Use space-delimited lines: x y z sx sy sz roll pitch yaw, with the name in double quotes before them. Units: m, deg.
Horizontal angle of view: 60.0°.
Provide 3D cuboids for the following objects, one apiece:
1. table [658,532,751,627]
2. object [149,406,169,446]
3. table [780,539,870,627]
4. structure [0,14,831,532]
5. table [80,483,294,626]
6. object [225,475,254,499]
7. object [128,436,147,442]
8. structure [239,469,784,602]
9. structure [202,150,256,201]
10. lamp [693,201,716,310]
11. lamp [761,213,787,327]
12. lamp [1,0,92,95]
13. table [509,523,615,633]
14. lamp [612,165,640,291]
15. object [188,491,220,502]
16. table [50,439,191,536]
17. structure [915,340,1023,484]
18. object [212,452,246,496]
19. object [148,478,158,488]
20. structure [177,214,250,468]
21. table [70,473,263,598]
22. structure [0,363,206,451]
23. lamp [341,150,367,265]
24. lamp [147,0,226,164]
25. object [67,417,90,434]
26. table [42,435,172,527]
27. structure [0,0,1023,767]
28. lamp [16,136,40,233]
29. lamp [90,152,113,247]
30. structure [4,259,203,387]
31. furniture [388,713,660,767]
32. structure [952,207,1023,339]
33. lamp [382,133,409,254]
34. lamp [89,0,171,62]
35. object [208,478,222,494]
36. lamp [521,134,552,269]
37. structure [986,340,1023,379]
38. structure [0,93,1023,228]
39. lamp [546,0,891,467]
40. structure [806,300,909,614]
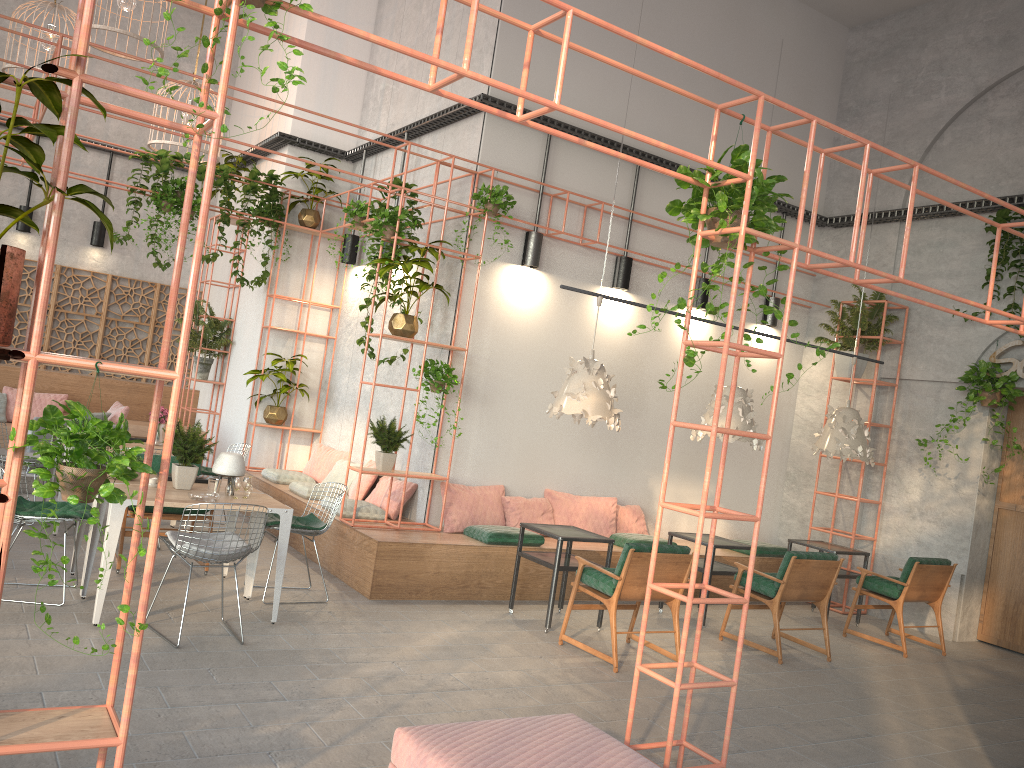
"table" 1.880 1.902 8.608 0.602 0.798 0.635 9 -1 -32
"object" -3.674 0.436 9.227 0.225 0.414 0.213 9 -1 -40
"table" 3.347 2.137 9.542 0.602 0.798 0.635 9 -1 -32
"structure" -1.834 -0.626 9.827 14.096 4.345 4.501 9 -1 -33
"table" -2.309 1.207 6.311 1.214 0.830 0.694 9 -1 -32
"object" -1.993 0.762 6.558 0.210 0.154 0.165 9 -2 -42
"object" -4.069 0.575 9.439 0.427 0.031 0.268 9 -1 -32
"structure" 0.107 1.835 10.915 5.831 0.500 4.386 9 -1 -32
"structure" -3.972 -2.881 12.362 0.903 0.803 0.934 8 -1 29
"lamp" 2.299 -1.590 10.431 0.179 1.425 0.185 9 -1 -32
"lamp" 3.310 -1.429 11.074 0.179 1.425 0.185 9 -1 -32
"lamp" -5.354 -5.338 10.653 0.883 3.476 0.883 8 -1 20
"table" 0.413 1.668 7.674 0.602 0.798 0.635 9 -1 -32
"lamp" 1.298 -1.750 9.793 0.179 1.425 0.185 9 -1 -32
"object" -2.144 0.785 6.173 0.218 0.041 0.218 9 -1 -24
"table" -3.802 1.034 8.700 1.214 0.830 0.694 9 -1 -32
"structure" 5.015 0.290 9.509 0.950 1.527 0.921 8 -1 1
"object" -2.120 0.673 6.631 0.241 0.313 0.241 8 -1 13
"object" -2.618 0.710 6.452 0.115 0.078 0.115 9 -1 -26
"structure" -4.232 -0.547 12.451 0.424 3.596 0.624 9 -1 -32
"table" -2.681 1.164 6.898 1.205 0.830 0.694 9 -1 -32
"structure" -8.085 0.109 10.358 9.152 1.111 3.396 9 -1 -32
"lamp" -1.928 -2.201 11.010 0.185 1.425 0.179 9 -1 -32
"lamp" -3.998 -4.698 11.519 0.883 3.476 0.883 8 -1 20
"object" -4.370 0.413 8.985 0.254 0.247 0.248 9 -1 -32
"table" -4.174 0.991 9.288 1.205 0.830 0.694 9 -1 -32
"structure" 0.747 0.175 2.579 14.689 4.247 4.157 9 -1 -32
"lamp" -6.915 -2.895 12.735 0.185 1.436 0.185 8 -1 9
"lamp" -6.097 -2.764 13.256 0.179 1.436 0.185 9 -1 -32
"structure" -8.566 -0.991 11.951 9.782 2.103 0.132 9 -1 -32
"furniture" 0.112 1.716 3.617 0.976 0.446 0.941 9 -1 -32
"structure" 5.472 -1.122 8.845 0.856 1.514 1.939 9 -1 -38
"lamp" -1.288 -2.127 9.987 0.185 1.425 0.179 9 -1 -32
"lamp" -3.982 -5.376 9.621 0.883 3.476 0.883 8 -1 20
"object" -2.155 0.748 6.415 0.095 0.119 0.095 9 -1 -8
"lamp" 0.288 -1.912 9.150 0.179 1.425 0.185 9 -1 -32
"structure" 5.436 -0.279 8.890 0.063 0.505 1.312 9 -1 -32
"structure" -1.855 -3.018 6.936 15.203 0.110 15.603 9 -1 -32
"lamp" 2.399 -1.390 8.707 4.456 4.052 0.704 9 -1 -32
"structure" 4.009 0.832 10.412 0.430 3.597 0.630 9 -1 -32
